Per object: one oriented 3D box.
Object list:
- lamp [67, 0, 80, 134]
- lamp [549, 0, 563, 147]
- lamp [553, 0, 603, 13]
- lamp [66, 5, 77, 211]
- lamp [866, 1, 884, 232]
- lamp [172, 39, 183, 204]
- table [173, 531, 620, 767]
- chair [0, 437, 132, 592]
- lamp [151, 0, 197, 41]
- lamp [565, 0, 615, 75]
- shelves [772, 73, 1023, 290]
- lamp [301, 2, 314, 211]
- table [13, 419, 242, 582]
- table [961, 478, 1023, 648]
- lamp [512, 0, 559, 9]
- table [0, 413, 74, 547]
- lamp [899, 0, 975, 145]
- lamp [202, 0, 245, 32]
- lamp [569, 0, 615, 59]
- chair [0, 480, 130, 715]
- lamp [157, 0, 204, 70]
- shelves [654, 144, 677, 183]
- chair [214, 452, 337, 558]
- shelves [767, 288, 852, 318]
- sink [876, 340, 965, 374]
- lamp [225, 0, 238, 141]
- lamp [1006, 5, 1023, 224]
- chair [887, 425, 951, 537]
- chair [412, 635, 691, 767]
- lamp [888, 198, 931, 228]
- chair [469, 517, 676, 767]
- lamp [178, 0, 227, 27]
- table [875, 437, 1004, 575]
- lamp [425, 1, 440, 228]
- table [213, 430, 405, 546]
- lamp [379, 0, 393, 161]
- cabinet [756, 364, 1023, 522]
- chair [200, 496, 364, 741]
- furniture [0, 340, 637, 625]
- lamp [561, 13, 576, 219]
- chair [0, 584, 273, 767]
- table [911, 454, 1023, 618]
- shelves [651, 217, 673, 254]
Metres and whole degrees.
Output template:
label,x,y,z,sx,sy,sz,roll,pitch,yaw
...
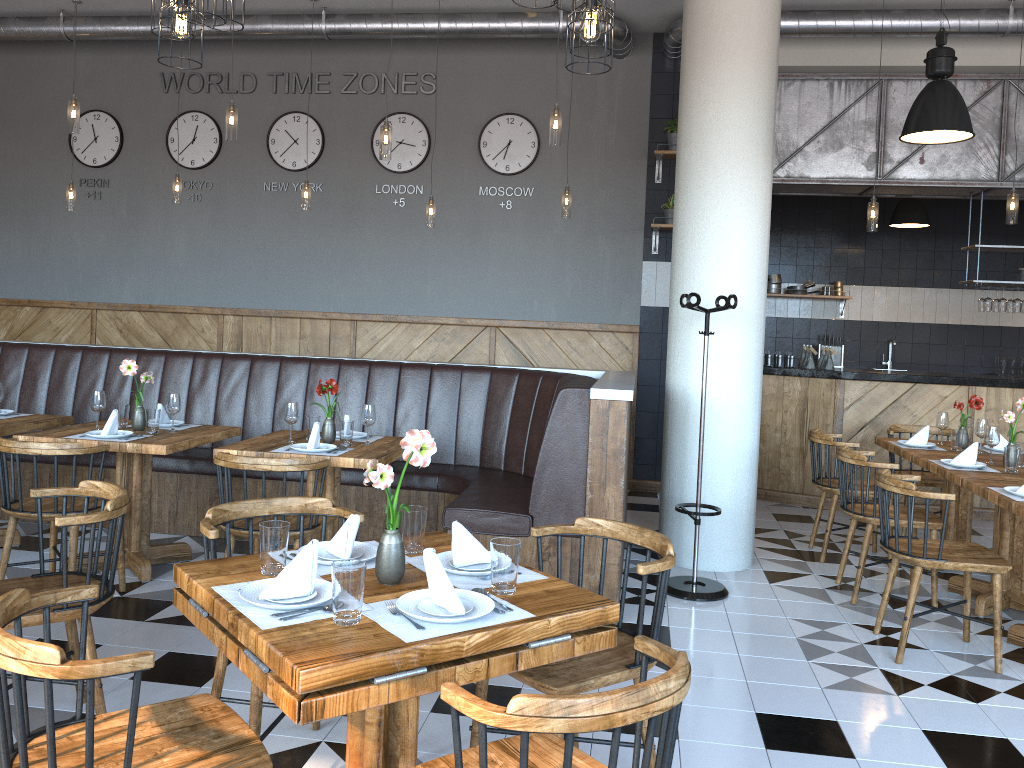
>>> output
label,x,y,z,sx,sy,sz,roll,pitch,yaw
lamp,-2.984,-2.709,6.081,0.078,1.962,0.078,4,2,43
lamp,0.314,-2.492,5.594,0.078,1.962,0.078,2,2,-16
lamp,0.286,-2.432,3.240,0.175,2.068,0.175,3,2,15
lamp,-3.805,-2.490,7.695,0.078,1.962,0.078,2,2,-6
lamp,2.782,-2.140,6.720,0.078,1.962,0.078,2,2,-6
lamp,-2.824,-2.523,7.548,0.078,1.962,0.078,4,2,43
table,-0.338,0.898,2.317,0.864,0.763,0.866,0,4,-37
chair,-2.196,0.654,4.309,0.519,0.816,0.550,3,2,8
lamp,-1.423,-2.544,3.808,0.175,2.068,0.175,1,2,-32
lamp,0.344,-2.270,3.450,0.175,2.068,0.175,3,2,26
shelves,5.139,-1.685,7.657,5.865,1.794,0.683,3,2,8
lamp,-1.683,-2.428,7.380,0.078,1.962,0.078,3,2,16
table,-2.110,0.641,4.936,0.850,0.763,0.851,3,3,8
table,2.630,0.905,4.045,0.850,0.763,0.851,3,3,8
lamp,0.132,-2.505,3.377,0.175,2.068,0.175,3,2,26
table,-3.187,0.583,5.096,0.850,0.763,0.851,3,3,8
lamp,2.437,-2.320,4.981,0.390,1.862,0.391,2,2,-14
lamp,-1.213,-2.593,3.828,0.175,2.068,0.175,2,2,-21
lamp,0.374,-2.414,3.666,0.175,2.068,0.175,2,2,-7
chair,-1.590,0.773,2.959,0.549,0.816,0.520,1,3,-37
lamp,-1.324,-2.353,3.626,0.175,2.068,0.175,2,2,-21
shelves,1.687,-1.905,7.680,0.904,0.297,0.247,3,3,8
chair,-1.107,0.711,4.148,0.519,0.816,0.550,3,2,8
shelves,3.326,-0.930,10.176,1.041,0.297,0.300,3,3,8
sink,4.548,-0.235,9.823,0.974,0.484,0.588,3,3,8
lamp,-1.842,-2.614,5.913,0.078,1.962,0.078,3,2,27
lamp,3.762,-2.173,6.573,0.078,1.962,0.078,4,2,43
chair,2.976,0.732,6.375,0.519,0.816,0.550,3,2,8
chair,0.054,0.924,1.794,0.519,0.816,0.551,1,3,-37
lamp,3.995,-2.047,8.851,0.391,0.936,0.390,4,2,41
chair,0.188,0.867,2.695,0.549,0.816,0.520,1,3,-37
lamp,-1.173,-2.466,3.455,0.175,2.068,0.175,4,2,36
table,2.882,0.799,5.733,0.850,0.763,0.851,3,3,8
lamp,-0.627,-2.258,7.226,0.078,1.962,0.078,1,2,-41
table,-1.019,0.698,4.775,0.850,0.763,0.851,3,3,8
lamp,-0.787,-2.444,5.759,0.078,1.962,0.078,1,2,-41
cabinet,5.103,0.498,8.558,5.994,1.163,3.032,3,4,8
chair,-0.712,0.820,2.829,0.519,0.816,0.551,1,3,-37
furniture,-2.552,0.374,5.718,6.588,1.149,1.920,3,3,8
lamp,0.473,-2.306,7.061,0.078,1.962,0.078,2,2,-16
chair,-0.847,0.876,1.927,0.549,0.816,0.520,1,3,-37
table,2.756,0.852,4.888,0.850,0.763,0.851,3,3,8
shelves,1.660,-1.277,7.697,0.904,0.297,0.247,3,3,8
